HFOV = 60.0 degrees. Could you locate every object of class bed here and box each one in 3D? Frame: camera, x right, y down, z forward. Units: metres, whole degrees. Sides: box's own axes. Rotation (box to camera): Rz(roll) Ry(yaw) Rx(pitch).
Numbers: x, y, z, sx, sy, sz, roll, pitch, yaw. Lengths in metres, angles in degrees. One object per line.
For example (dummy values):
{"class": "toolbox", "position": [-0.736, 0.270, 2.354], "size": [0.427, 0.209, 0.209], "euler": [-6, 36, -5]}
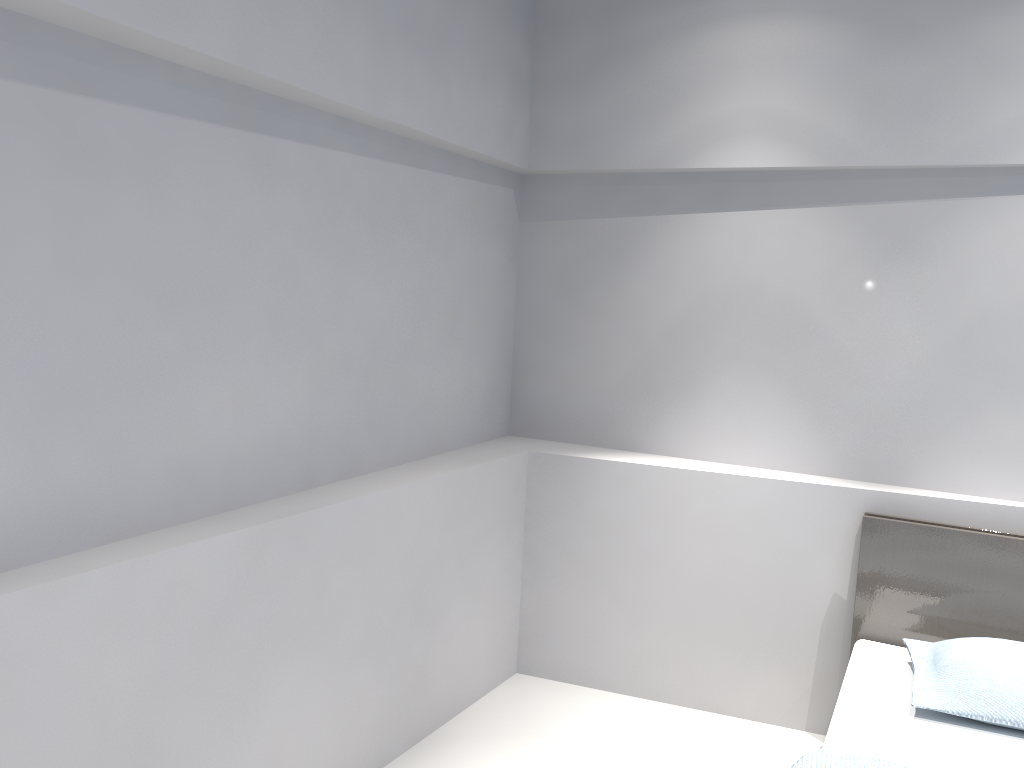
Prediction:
{"class": "bed", "position": [1.108, 0.935, 1.840], "size": [1.411, 0.752, 2.319], "euler": [6, 7, 26]}

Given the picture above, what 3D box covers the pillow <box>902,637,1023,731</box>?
{"class": "pillow", "position": [1.490, 0.836, 2.445], "size": [0.746, 0.173, 0.417], "euler": [5, 6, 21]}
